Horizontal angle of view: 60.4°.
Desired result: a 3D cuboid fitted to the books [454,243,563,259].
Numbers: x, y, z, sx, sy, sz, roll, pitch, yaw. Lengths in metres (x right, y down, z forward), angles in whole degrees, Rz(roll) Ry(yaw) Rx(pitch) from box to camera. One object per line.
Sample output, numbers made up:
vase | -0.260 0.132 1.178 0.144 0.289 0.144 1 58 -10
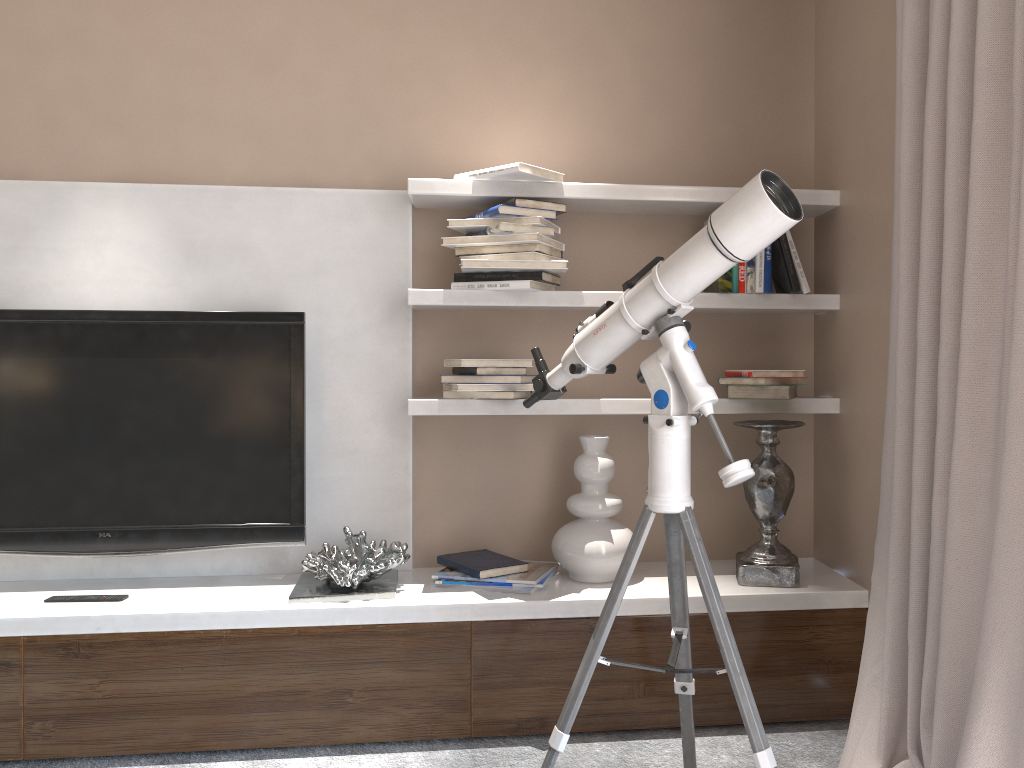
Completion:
books | -0.009 -0.402 2.711 0.273 0.031 0.195 0 1 21

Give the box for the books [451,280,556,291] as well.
books | -0.023 -0.295 2.711 0.253 0.028 0.206 0 1 22

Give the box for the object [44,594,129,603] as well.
object | -1.175 0.592 2.431 0.209 0.008 0.050 0 1 -3

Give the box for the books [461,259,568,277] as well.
books | 0.006 -0.350 2.672 0.316 0.027 0.221 0 1 -6

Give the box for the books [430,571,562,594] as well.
books | -0.043 0.589 2.664 0.308 0.011 0.261 0 1 20

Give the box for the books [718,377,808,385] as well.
books | 0.802 -0.010 2.804 0.263 0.023 0.166 -1 1 -43

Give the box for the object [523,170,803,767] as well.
object | 0.270 0.293 1.867 0.601 1.406 0.613 0 0 -3

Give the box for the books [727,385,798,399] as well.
books | 0.803 0.023 2.802 0.186 0.043 0.257 0 1 22

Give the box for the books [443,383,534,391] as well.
books | -0.055 0.009 2.697 0.282 0.021 0.188 0 1 -20

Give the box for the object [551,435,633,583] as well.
object | 0.254 0.376 2.698 0.269 0.432 0.262 0 1 -5

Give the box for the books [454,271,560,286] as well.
books | -0.011 -0.323 2.718 0.275 0.031 0.194 0 1 16

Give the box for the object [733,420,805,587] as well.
object | 0.783 0.355 2.680 0.217 0.482 0.222 0 0 5

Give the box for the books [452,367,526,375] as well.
books | -0.072 -0.041 2.736 0.171 0.026 0.237 0 1 -22

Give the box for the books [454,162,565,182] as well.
books | -0.008 -0.622 2.666 0.256 0.027 0.215 1 1 41

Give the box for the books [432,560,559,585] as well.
books | -0.044 0.567 2.678 0.311 0.011 0.259 0 1 15

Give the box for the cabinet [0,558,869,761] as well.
cabinet | -1.263 0.780 2.488 4.623 0.370 0.445 0 1 -7

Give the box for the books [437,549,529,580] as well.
books | -0.091 0.547 2.685 0.184 0.028 0.248 -1 1 -35

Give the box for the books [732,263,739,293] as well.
books | 0.688 -0.407 2.804 0.024 0.251 0.176 0 1 -1

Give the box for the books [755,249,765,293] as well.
books | 0.764 -0.427 2.797 0.021 0.288 0.216 0 1 -1

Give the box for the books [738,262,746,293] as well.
books | 0.713 -0.407 2.807 0.024 0.251 0.176 0 1 -1

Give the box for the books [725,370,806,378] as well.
books | 0.802 -0.033 2.804 0.178 0.023 0.245 0 1 -8

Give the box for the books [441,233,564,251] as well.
books | -0.024 -0.426 2.691 0.302 0.027 0.231 0 1 20

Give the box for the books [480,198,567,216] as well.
books | 0.032 -0.529 2.704 0.184 0.028 0.252 0 1 -27

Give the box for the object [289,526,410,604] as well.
object | -0.460 0.507 2.559 0.330 0.177 0.316 0 1 -9

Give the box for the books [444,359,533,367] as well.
books | -0.073 -0.064 2.705 0.239 0.023 0.166 0 1 -25

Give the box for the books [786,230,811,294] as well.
books | 0.882 -0.394 2.822 0.100 0.222 0.171 0 1 -3

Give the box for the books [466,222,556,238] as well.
books | -0.007 -0.452 2.661 0.194 0.026 0.233 0 1 -29

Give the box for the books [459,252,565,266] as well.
books | 0.003 -0.375 2.708 0.251 0.028 0.207 1 1 28

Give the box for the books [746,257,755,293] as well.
books | 0.739 -0.397 2.804 0.025 0.229 0.171 0 1 -1

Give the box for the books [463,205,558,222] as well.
books | -0.011 -0.502 2.677 0.203 0.027 0.263 0 1 -28

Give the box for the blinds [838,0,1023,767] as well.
blinds | 0.826 -0.314 1.671 0.360 2.641 1.044 0 0 -1

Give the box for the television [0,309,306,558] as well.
television | -1.165 0.143 2.603 1.115 0.714 0.142 0 0 -7

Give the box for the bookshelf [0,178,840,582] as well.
bookshelf | -1.244 -0.008 2.595 4.582 1.203 0.228 0 0 -7

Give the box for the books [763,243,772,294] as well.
books | 0.788 -0.411 2.796 0.025 0.260 0.183 0 1 -1

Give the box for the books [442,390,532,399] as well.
books | -0.074 0.031 2.705 0.223 0.025 0.177 0 1 15

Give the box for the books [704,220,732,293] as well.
books | 0.654 -0.406 2.800 0.043 0.249 0.193 0 1 -1

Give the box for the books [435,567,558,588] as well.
books | -0.039 0.578 2.672 0.314 0.011 0.257 0 1 10

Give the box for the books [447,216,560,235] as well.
books | -0.021 -0.477 2.677 0.283 0.022 0.214 0 1 15

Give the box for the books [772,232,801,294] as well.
books | 0.845 -0.402 2.782 0.088 0.245 0.167 0 1 -2

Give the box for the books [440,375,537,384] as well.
books | -0.064 -0.015 2.693 0.252 0.025 0.186 0 1 16
